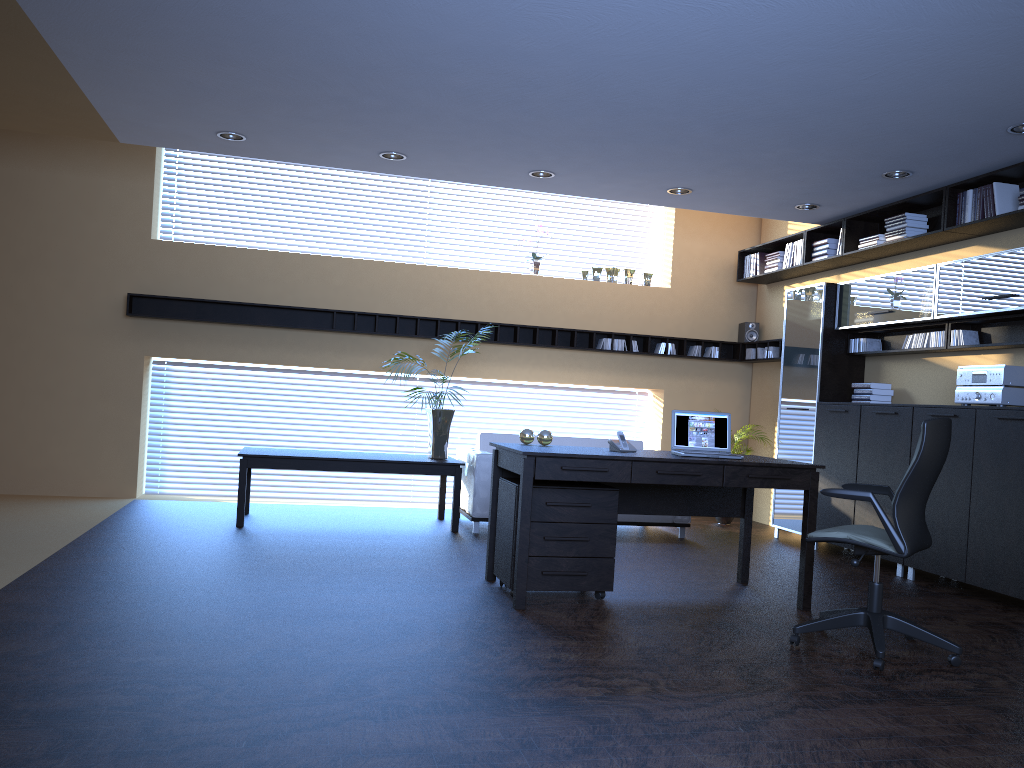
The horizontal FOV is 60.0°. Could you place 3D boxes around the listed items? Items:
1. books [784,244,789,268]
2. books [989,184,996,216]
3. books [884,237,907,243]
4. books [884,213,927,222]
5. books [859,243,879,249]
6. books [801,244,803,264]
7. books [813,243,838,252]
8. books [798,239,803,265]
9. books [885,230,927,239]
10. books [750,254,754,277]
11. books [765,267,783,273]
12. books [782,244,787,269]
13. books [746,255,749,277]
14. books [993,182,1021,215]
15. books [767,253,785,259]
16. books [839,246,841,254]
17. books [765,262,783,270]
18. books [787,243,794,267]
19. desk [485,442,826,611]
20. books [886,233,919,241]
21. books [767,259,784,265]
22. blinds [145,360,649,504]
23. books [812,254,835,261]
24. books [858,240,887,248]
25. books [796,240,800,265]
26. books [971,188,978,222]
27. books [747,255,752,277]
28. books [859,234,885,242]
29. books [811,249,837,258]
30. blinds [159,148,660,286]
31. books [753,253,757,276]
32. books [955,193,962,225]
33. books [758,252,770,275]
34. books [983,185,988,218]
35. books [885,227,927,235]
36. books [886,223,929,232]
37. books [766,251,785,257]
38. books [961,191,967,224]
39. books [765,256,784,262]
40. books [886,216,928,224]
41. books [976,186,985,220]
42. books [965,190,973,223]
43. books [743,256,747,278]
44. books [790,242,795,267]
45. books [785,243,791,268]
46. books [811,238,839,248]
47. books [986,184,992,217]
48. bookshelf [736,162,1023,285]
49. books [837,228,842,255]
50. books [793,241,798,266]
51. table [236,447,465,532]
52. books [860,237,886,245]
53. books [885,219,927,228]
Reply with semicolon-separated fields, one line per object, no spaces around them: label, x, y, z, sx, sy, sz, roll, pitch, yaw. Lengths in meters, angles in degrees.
books;2.855;-1.276;8.952;0.207;0.259;0.075;3;0;-14
books;3.494;-1.287;6.302;0.207;0.258;0.072;3;0;-13
books;3.241;-1.170;7.323;0.207;0.028;0.258;4;-1;-14
books;3.253;-1.370;7.332;0.207;0.028;0.258;4;-1;-13
books;3.157;-1.169;7.642;0.207;0.028;0.258;4;-1;-13
books;2.927;-1.277;8.644;0.207;0.258;0.050;3;0;-14
books;3.005;-1.275;8.369;0.207;0.050;0.258;4;-1;-14
books;2.915;-1.277;8.695;0.207;0.258;0.050;3;0;-13
books;3.252;-1.227;7.323;0.207;0.028;0.258;4;-1;-14
books;2.697;-1.272;9.633;0.207;0.258;0.050;3;0;-13
books;2.787;-1.169;9.222;0.207;0.050;0.258;4;-1;-13
books;2.854;-1.275;8.984;0.207;0.259;0.075;3;0;-14
books;2.676;-1.271;9.735;0.207;0.258;0.050;3;0;-14
books;3.496;-1.290;6.256;0.207;0.258;0.072;3;0;-14
books;2.808;-1.317;9.219;0.207;0.028;0.258;4;-1;-14
books;3.084;-1.279;8.053;0.207;0.259;0.075;3;0;-14
books;2.792;-1.220;9.233;0.207;0.050;0.258;4;-1;-14
books;2.870;-1.276;8.890;0.207;0.259;0.075;3;0;-14
desk;0.851;0.882;5.580;1.895;0.890;0.913;4;0;-13
books;3.257;-1.198;7.305;0.207;0.028;0.258;4;-1;-13
books;2.808;-1.260;9.222;0.207;0.028;0.258;4;-1;-13
blinds;-1.078;0.608;9.647;5.393;1.367;0.047;4;0;-13
books;2.993;-1.173;8.370;0.207;0.050;0.258;4;-1;-14
books;3.159;-1.197;7.653;0.207;0.028;0.258;4;-1;-13
books;2.910;-1.276;8.747;0.207;0.258;0.050;3;0;-14
books;3.461;-1.287;6.480;0.207;0.258;0.050;3;0;-13
books;2.677;-1.272;9.682;0.207;0.258;0.050;3;0;-14
books;3.172;-1.253;7.664;0.207;0.028;0.258;4;-1;-14
books;2.989;-1.225;8.379;0.207;0.050;0.258;4;-1;-14
blinds;-0.924;-1.964;9.630;5.393;1.461;0.039;4;0;-13
books;2.710;-1.272;9.583;0.207;0.258;0.050;3;0;-14
books;3.423;-1.287;6.631;0.207;0.258;0.050;3;0;-13
books;2.730;-1.273;9.490;0.207;0.259;0.075;3;0;-14
books;3.484;-1.288;6.366;0.207;0.259;0.075;3;0;-13
books;3.262;-1.254;7.347;0.207;0.028;0.258;4;-1;-14
books;3.263;-1.284;7.316;0.207;0.028;0.258;4;-1;-14
books;2.803;-1.345;9.239;0.207;0.028;0.258;4;-1;-14
books;3.436;-1.287;6.581;0.207;0.258;0.050;3;0;-13
books;2.788;-1.290;9.228;0.207;0.028;0.258;4;-1;-13
books;3.253;-1.342;7.310;0.207;0.028;0.258;4;-1;-14
books;3.471;-1.288;6.429;0.207;0.258;0.050;3;0;-13
books;3.442;-1.288;6.529;0.207;0.258;0.050;3;0;-13
books;2.660;-1.271;9.785;0.207;0.258;0.050;3;0;-14
books;2.892;-1.275;8.863;0.207;0.259;0.075;3;0;-14
books;2.862;-1.276;8.921;0.207;0.259;0.075;3;0;-13
books;2.999;-1.326;8.389;0.207;0.050;0.258;4;-1;-14
books;3.491;-1.288;6.335;0.207;0.259;0.075;3;0;-13
bookshelf;3.262;-1.301;7.353;0.361;0.340;5.123;4;-1;-13
books;3.072;-1.279;8.083;0.207;0.259;0.075;3;0;-14
books;2.898;-1.276;8.798;0.207;0.258;0.050;3;0;-13
table;-1.448;0.933;7.912;1.895;0.603;0.897;4;-1;-13
books;3.169;-1.225;7.642;0.207;0.028;0.258;4;-1;-14
books;3.252;-1.313;7.323;0.207;0.028;0.258;4;-1;-14
